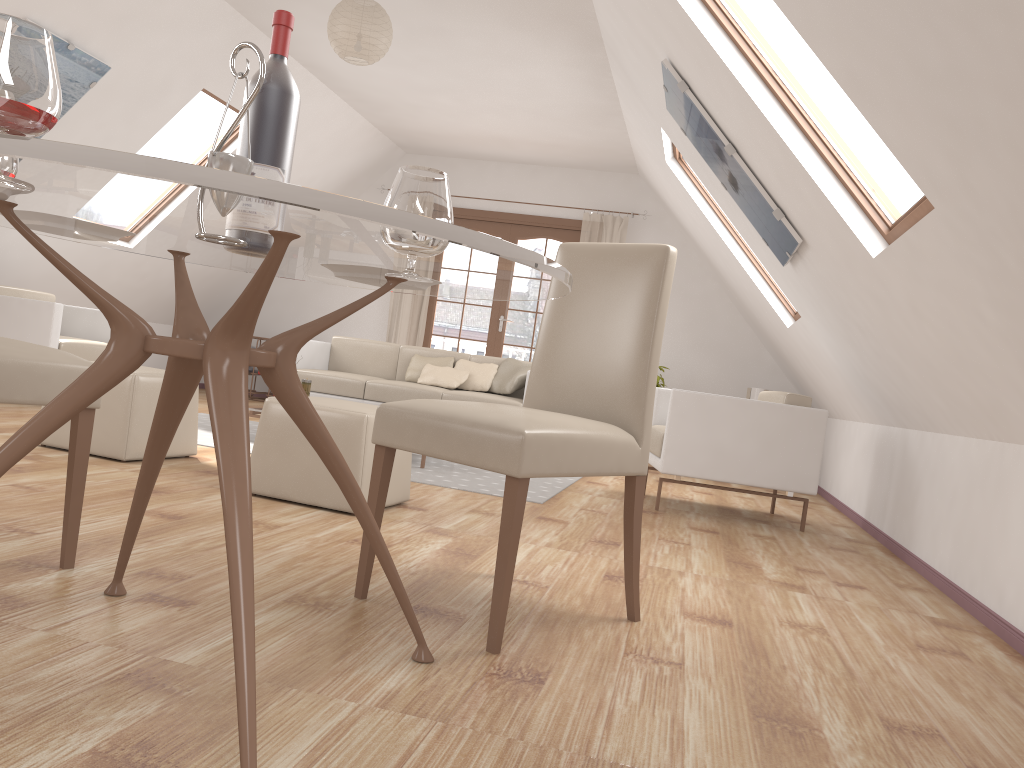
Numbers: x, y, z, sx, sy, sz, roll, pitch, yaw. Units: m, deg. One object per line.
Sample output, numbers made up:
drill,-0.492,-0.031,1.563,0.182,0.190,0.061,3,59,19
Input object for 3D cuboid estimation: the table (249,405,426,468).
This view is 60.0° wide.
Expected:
table,-0.981,0.307,5.370,1.173,0.190,0.730,8,1,12

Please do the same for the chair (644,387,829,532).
chair,1.176,0.356,4.883,0.820,0.706,0.748,8,1,2

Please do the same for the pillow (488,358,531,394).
pillow,0.004,-0.054,6.523,0.269,0.276,0.424,8,1,-28

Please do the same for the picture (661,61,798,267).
picture,0.999,-0.996,4.134,0.683,0.738,0.650,8,1,12

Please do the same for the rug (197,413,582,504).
rug,-1.046,0.391,5.314,2.800,0.007,1.600,8,1,12

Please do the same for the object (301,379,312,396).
object,-1.312,0.065,5.618,0.075,0.185,0.075,9,1,44

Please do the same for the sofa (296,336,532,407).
sofa,-0.682,0.074,6.610,1.880,0.706,0.820,8,1,12

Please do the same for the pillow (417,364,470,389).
pillow,-0.516,-0.051,6.530,0.363,0.170,0.227,8,1,17

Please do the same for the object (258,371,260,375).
object,-2.332,-0.104,8.562,0.109,0.109,0.435,8,1,12

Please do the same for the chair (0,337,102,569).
chair,-1.334,-0.111,2.077,0.618,0.999,0.477,9,1,37

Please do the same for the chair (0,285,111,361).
chair,-3.069,-0.253,5.804,0.820,0.706,0.748,8,1,15

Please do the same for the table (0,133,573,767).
table,-0.545,0.121,1.516,1.198,0.770,1.198,8,1,33

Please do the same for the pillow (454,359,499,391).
pillow,-0.296,-0.064,6.632,0.351,0.225,0.196,8,1,17

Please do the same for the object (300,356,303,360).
object,-1.384,-0.031,5.520,0.184,0.359,0.123,8,1,-36

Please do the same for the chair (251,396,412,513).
chair,-0.701,0.262,3.538,0.506,0.394,0.506,8,1,16

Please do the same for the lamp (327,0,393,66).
lamp,-0.782,-1.935,4.640,0.340,0.497,0.340,7,1,-39

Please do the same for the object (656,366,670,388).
object,1.208,0.248,7.932,0.311,0.846,0.307,8,1,4

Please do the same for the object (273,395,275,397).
object,-2.177,0.107,8.525,0.109,0.109,0.435,8,1,12

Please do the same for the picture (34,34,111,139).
picture,-2.791,-1.539,4.946,0.683,0.738,0.650,8,1,12

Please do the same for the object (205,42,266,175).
object,-0.471,-0.421,1.509,0.086,0.322,0.096,8,1,-25

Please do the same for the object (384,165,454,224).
object,-0.179,-0.311,1.675,0.136,0.183,0.136,9,1,39

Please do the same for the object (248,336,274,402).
object,-2.407,-0.144,8.622,0.854,0.608,0.417,8,1,12

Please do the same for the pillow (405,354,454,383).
pillow,-0.625,-0.112,6.708,0.351,0.235,0.185,8,1,15

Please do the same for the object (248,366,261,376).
object,-2.512,-0.134,8.600,0.109,0.109,0.435,8,1,12

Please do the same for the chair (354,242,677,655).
chair,0.044,0.081,2.260,0.477,0.999,0.618,9,1,39

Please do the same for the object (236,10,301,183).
object,-0.455,-0.478,1.660,0.109,0.435,0.109,8,1,8

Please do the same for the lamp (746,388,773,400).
lamp,2.107,0.227,7.584,0.180,0.375,0.221,7,1,-44

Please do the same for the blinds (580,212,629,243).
blinds,0.723,-0.519,8.204,0.424,2.129,0.123,8,1,7

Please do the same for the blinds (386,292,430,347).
blinds,-1.011,-0.766,8.615,0.423,2.130,0.120,8,1,9

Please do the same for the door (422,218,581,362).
door,-0.146,-0.548,8.523,1.546,2.001,0.098,8,1,12

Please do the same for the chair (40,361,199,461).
chair,-1.755,0.108,4.011,0.506,0.394,0.506,8,1,17

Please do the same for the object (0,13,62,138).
object,-0.656,-0.372,1.144,0.136,0.183,0.136,8,1,-9

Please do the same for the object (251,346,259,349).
object,-2.487,-0.317,8.600,0.109,0.109,0.435,8,1,12
